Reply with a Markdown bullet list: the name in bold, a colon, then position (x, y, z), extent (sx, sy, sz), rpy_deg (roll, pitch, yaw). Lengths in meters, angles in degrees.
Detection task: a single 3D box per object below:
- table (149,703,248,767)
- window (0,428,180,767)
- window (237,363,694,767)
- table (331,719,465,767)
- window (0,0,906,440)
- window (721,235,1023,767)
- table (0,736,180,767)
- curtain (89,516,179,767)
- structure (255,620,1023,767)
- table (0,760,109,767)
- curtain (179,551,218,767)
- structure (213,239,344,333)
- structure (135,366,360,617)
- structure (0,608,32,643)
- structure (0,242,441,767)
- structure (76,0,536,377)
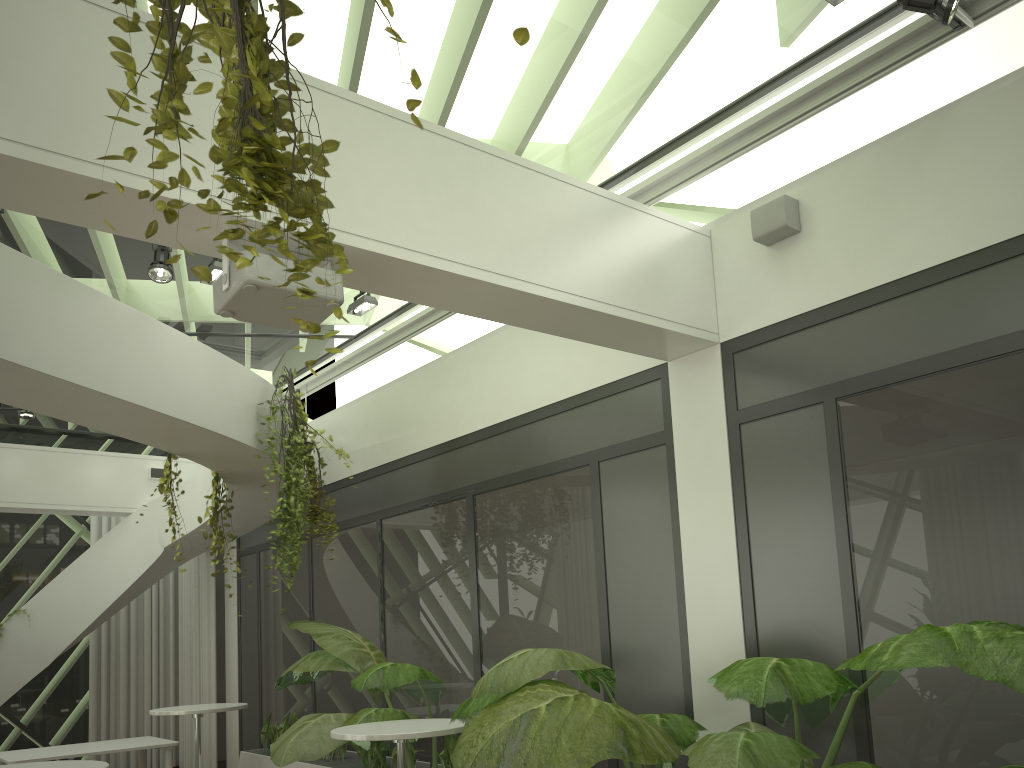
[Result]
- **table**: position (-2.858, 3.516, 8.015), extent (0.855, 1.071, 0.880), rpy_deg (-2, -11, -4)
- **window**: position (-6.843, 2.705, 10.652), extent (5.784, 4.535, 0.039), rpy_deg (7, -12, -39)
- **window**: position (-1.145, 2.353, 8.050), extent (0.050, 3.168, 7.338), rpy_deg (3, -15, -38)
- **table**: position (-0.636, 2.608, 5.243), extent (0.855, 1.071, 0.880), rpy_deg (-2, -11, -4)
- **window**: position (-1.817, -1.638, 4.475), extent (5.735, 0.054, 17.084), rpy_deg (9, -20, -37)
- **window**: position (3.523, 0.446, 2.226), extent (0.050, 3.169, 7.248), rpy_deg (3, -15, -38)
- **table**: position (-4.183, 3.938, 8.592), extent (1.513, 0.701, 1.090), rpy_deg (9, -18, -38)
- **curtain**: position (-5.025, 3.109, 11.771), extent (1.237, 3.999, 0.162), rpy_deg (4, -10, -40)
- **structure**: position (-0.079, 2.111, 5.016), extent (1.795, 1.677, 9.093), rpy_deg (6, -18, -38)
- **table**: position (-2.285, 2.316, 3.933), extent (0.855, 1.071, 0.880), rpy_deg (-2, -11, -4)
- **curtain**: position (-4.117, 2.978, 11.475), extent (0.160, 3.999, 1.017), rpy_deg (3, -10, -39)
- **structure**: position (-0.981, -0.416, 3.652), extent (0.466, 0.270, 0.396), rpy_deg (8, -17, -38)
- **structure**: position (-2.172, 0.887, 7.210), extent (1.442, 2.026, 1.673), rpy_deg (-6, -11, 15)
- **structure**: position (-6.042, 2.681, 7.350), extent (2.031, 1.628, 4.917), rpy_deg (-1, -15, -7)
- **structure**: position (1.168, 0.018, 0.450), extent (5.949, 4.122, 24.959), rpy_deg (5, -18, -32)
- **structure**: position (-0.623, -0.888, 1.547), extent (4.642, 2.268, 1.478), rpy_deg (-7, -10, 14)
